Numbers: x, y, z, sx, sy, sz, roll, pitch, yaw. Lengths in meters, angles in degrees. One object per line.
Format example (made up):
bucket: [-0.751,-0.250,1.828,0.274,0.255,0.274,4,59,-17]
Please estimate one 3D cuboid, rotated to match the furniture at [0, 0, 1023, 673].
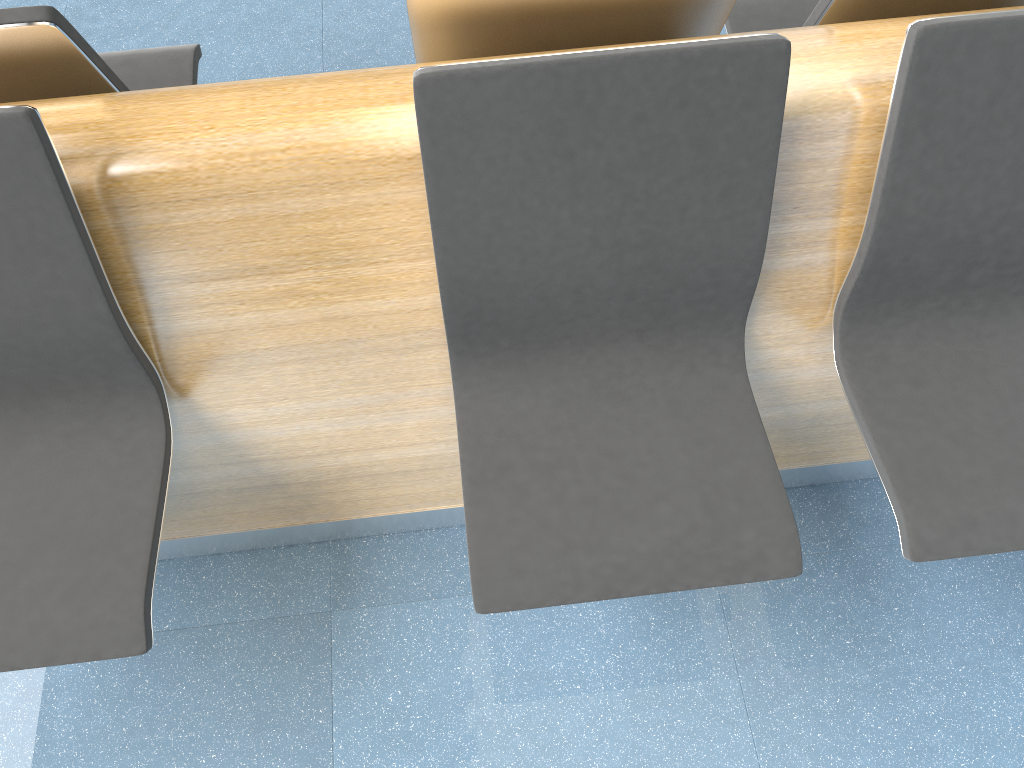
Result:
furniture: [-0.042,-0.267,1.559,2.281,0.896,1.301,-6,61,-2]
